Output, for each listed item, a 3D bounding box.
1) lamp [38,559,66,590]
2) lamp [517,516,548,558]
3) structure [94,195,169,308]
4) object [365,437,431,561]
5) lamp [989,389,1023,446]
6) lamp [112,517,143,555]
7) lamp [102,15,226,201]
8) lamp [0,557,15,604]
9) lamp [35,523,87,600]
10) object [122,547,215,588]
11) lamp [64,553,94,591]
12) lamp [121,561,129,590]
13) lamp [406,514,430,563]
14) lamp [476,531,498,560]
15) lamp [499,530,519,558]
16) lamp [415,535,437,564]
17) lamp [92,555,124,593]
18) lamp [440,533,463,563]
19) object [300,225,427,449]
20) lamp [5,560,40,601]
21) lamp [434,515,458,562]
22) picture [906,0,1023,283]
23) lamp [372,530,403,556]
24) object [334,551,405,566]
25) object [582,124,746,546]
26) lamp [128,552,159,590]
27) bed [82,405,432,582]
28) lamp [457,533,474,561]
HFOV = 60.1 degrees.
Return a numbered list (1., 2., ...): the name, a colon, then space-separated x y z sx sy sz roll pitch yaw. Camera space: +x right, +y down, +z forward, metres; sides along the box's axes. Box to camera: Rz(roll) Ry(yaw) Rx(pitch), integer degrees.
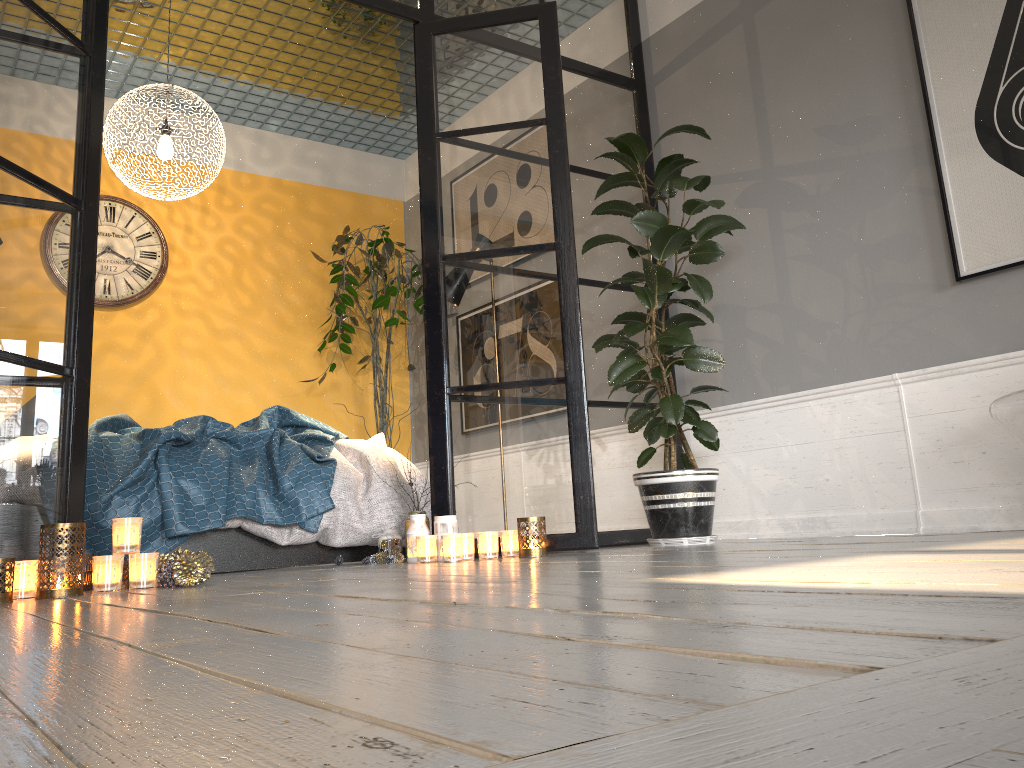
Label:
1. lamp: -1.251 0.524 2.389 0.080 0.100 0.079 -4 -11 5
2. lamp: 0.074 0.557 3.218 0.107 0.143 0.106 -7 -12 18
3. structure: -2.510 -0.829 5.494 0.725 0.735 0.070 4 -15 -35
4. object: -0.359 0.466 3.682 0.437 0.529 0.274 -4 -12 5
5. lamp: 1.697 0.213 2.643 0.432 0.444 0.426 -1 -11 -14
6. lamp: -1.079 0.426 2.480 0.080 0.100 0.079 -4 -11 5
7. lamp: -1.861 -1.523 4.773 0.616 1.112 0.608 -4 -12 5
8. lamp: -1.294 0.494 2.216 0.084 0.112 0.083 -10 -13 29
9. lamp: -1.182 0.463 2.322 0.114 0.190 0.113 5 -15 -36
10. object: -1.090 0.560 2.683 0.711 0.119 0.191 -12 -13 42
11. lamp: -1.274 0.555 2.601 0.080 0.108 0.080 5 -14 -35
12. lamp: -1.121 0.552 2.548 0.069 0.081 0.068 3 -13 -27
13. lamp: -0.356 0.589 3.369 0.092 0.182 0.091 0 -12 -15
14. lamp: -0.088 0.591 3.239 0.080 0.100 0.079 -4 -11 5
15. lamp: -0.004 0.592 3.273 0.080 0.100 0.079 -4 -11 5
16. lamp: -0.312 0.605 3.244 0.080 0.100 0.080 -7 -12 18
17. lamp: -1.113 0.523 2.436 0.080 0.100 0.079 -4 -11 5
18. lamp: -0.214 0.586 3.157 0.080 0.100 0.079 -4 -11 5
19. object: -0.849 -0.013 5.946 1.239 2.236 1.336 -14 -16 40
20. lamp: -1.275 0.511 2.302 0.080 0.100 0.079 -4 -11 5
21. lamp: -0.245 0.581 3.325 0.092 0.169 0.088 -8 -13 20
22. picture: 0.076 -1.225 2.077 4.028 1.820 7.217 4 -12 -35
23. lamp: -0.491 0.652 3.547 0.095 0.133 0.107 -9 -12 24
24. object: -0.563 0.689 3.482 0.325 0.054 0.086 -6 -11 18
25. object: -0.573 -0.310 2.865 3.885 1.820 1.000 4 -14 -35
26. lamp: -1.034 0.526 2.483 0.080 0.100 0.079 -4 -11 5
27. bed: -1.621 0.510 4.323 1.892 0.781 2.298 3 -12 -35
28. lamp: -0.175 0.596 3.237 0.080 0.100 0.079 -4 -11 5
